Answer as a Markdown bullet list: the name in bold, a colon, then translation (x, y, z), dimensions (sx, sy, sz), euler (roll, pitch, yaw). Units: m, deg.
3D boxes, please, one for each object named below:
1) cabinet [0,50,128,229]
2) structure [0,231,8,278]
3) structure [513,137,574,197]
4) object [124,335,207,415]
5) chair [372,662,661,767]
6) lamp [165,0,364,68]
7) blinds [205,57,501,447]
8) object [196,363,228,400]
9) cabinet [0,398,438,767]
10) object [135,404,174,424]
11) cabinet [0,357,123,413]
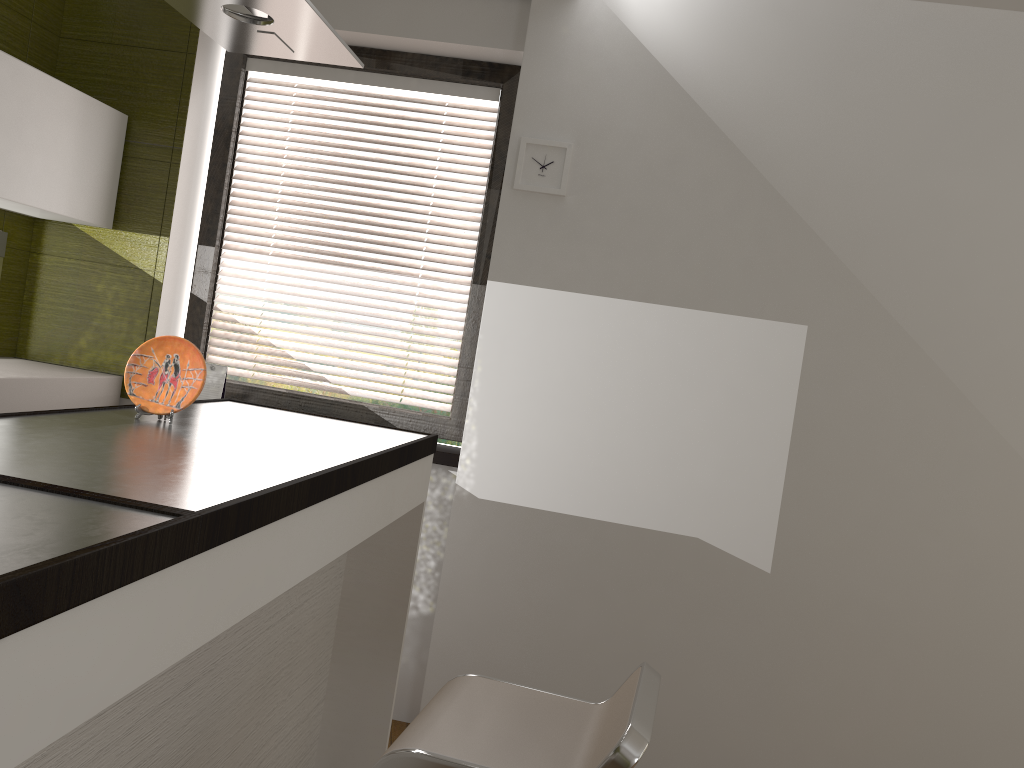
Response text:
- **cabinet**: translation (-2.050, -0.021, 1.692), dimensions (0.724, 2.089, 3.471), euler (9, 2, 7)
- **structure**: translation (-1.941, -0.322, 2.951), dimensions (0.015, 0.469, 0.663), euler (9, 2, 7)
- **structure**: translation (0.109, -0.747, 3.053), dimensions (0.180, 0.180, 0.026), euler (9, 2, 7)
- **object**: translation (-0.777, -0.020, 1.988), dimensions (0.184, 0.178, 0.055), euler (9, 2, 3)
- **chair**: translation (-0.032, 0.926, 1.614), dimensions (0.460, 0.857, 0.418), euler (9, 2, 12)
- **lamp**: translation (-0.546, -1.061, 1.178), dimensions (0.326, 0.683, 1.677), euler (9, 2, 7)
- **blinds**: translation (-2.701, -3.566, 6.671), dimensions (16.000, 12.704, 9.030), euler (7, 3, -43)
- **object**: translation (-1.143, 0.008, 3.364), dimensions (0.106, 0.169, 0.057), euler (9, 2, 1)
- **cabinet**: translation (-0.814, 0.676, 1.200), dimensions (0.663, 1.134, 2.947), euler (9, 2, 7)
- **object**: translation (-0.782, 0.017, 1.989), dimensions (0.088, 0.131, 0.072), euler (9, 2, 2)
- **cabinet**: translation (-1.975, 0.490, 1.957), dimensions (0.465, 1.086, 2.940), euler (9, 2, 7)
